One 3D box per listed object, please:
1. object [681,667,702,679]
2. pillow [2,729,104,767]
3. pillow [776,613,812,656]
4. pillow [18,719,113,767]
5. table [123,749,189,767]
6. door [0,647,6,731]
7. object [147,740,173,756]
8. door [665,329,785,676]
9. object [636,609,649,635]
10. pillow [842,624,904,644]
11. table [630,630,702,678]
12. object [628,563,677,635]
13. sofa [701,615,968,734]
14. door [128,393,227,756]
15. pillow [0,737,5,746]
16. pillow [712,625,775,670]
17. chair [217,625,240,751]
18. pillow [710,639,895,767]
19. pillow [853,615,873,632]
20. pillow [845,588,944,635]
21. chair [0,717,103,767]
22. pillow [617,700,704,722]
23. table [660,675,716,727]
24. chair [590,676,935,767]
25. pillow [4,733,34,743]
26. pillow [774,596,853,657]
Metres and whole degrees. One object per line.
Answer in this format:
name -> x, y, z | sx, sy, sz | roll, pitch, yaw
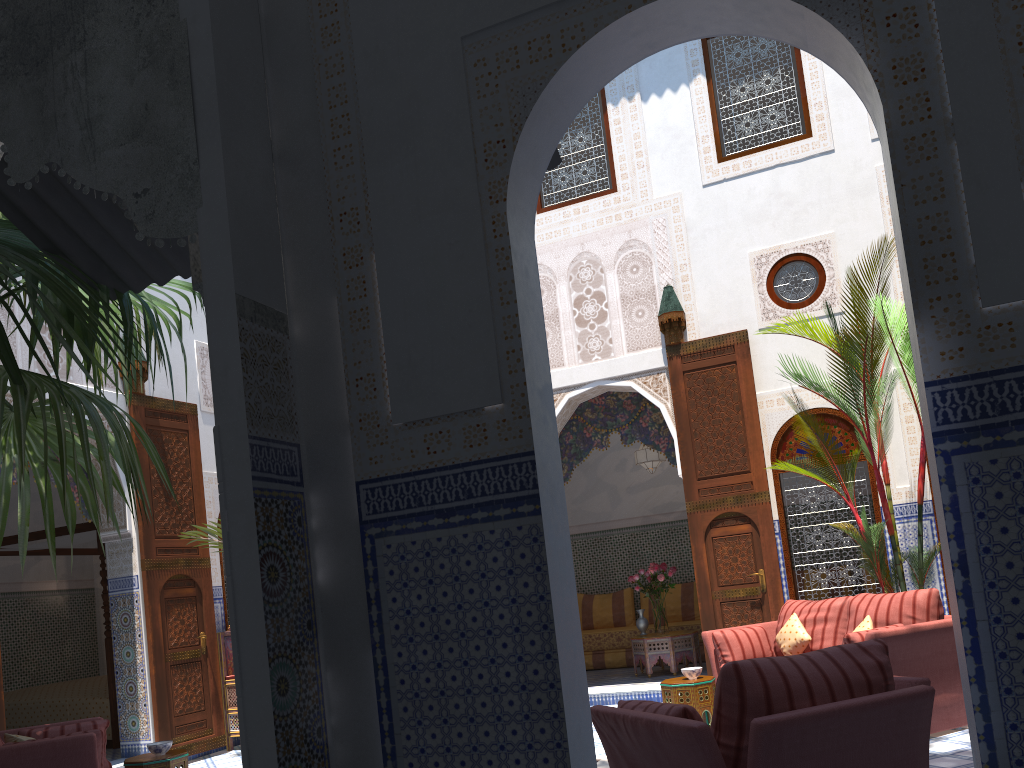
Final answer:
object -> 0.997, 1.601, 4.845 | 0.120, 0.056, 0.119 | -14, -14, 33
pillow -> -1.843, 1.544, 3.533 | 0.378, 0.249, 0.191 | -2, -9, -22
pillow -> 1.591, 1.442, 4.976 | 0.130, 0.273, 0.308 | -5, -9, -13
pillow -> -2.022, 1.657, 3.945 | 0.395, 0.240, 0.191 | -2, -9, -23
table -> -1.697, 1.948, 4.207 | 0.291, 0.320, 0.292 | -10, -9, 21
door -> -2.941, 1.048, 4.558 | 0.124, 2.483, 0.587 | -8, -5, 16
object -> -1.697, 1.760, 4.225 | 0.118, 0.056, 0.121 | 0, -13, -31
door -> 1.507, 0.908, 6.099 | 0.588, 2.483, 0.124 | -8, -5, 22
object -> 1.096, 2.006, 7.376 | 0.107, 0.210, 0.107 | -10, -7, 27
pillow -> 1.752, 1.299, 4.234 | 0.395, 0.240, 0.191 | -2, -9, -23
table -> 1.290, 2.249, 7.312 | 0.542, 0.318, 0.545 | -11, -12, 21
object -> 1.201, 1.791, 7.327 | 0.334, 0.588, 0.456 | -1, -10, -42
sofa -> 1.746, 1.571, 4.754 | 0.729, 0.532, 1.396 | -2, -13, -23
door -> -2.323, 1.336, 6.083 | 0.125, 2.483, 0.585 | -9, -5, 26
pillow -> -2.250, 1.542, 3.613 | 0.300, 0.373, 0.596 | -3, -11, -23
pillow -> 1.363, 1.560, 5.147 | 0.378, 0.249, 0.191 | -2, -9, -22
chair -> -1.788, 2.208, 6.487 | 0.507, 1.066, 0.488 | -9, -6, 21
pillow -> 0.786, 0.915, 2.398 | 0.579, 0.374, 0.308 | -2, -9, -23
pillow -> 1.776, 1.316, 4.472 | 0.149, 0.254, 0.283 | -9, -9, 20
pillow -> 1.969, 1.282, 4.565 | 0.304, 0.395, 0.573 | -3, -11, -27
chair -> -2.090, 1.745, 3.652 | 0.724, 0.533, 0.832 | -2, -11, -23
pillow -> 0.459, 1.065, 2.613 | 0.186, 0.239, 0.406 | -3, -11, -23
table -> 0.988, 1.791, 4.831 | 0.288, 0.320, 0.295 | -3, -9, -24
chair -> 0.756, 1.159, 2.519 | 0.809, 0.534, 0.744 | -2, -11, -23
pillow -> -2.004, 1.560, 3.661 | 0.261, 0.230, 0.169 | -6, -7, -1
pillow -> 1.756, 1.433, 5.077 | 0.300, 0.373, 0.596 | -3, -11, -23
